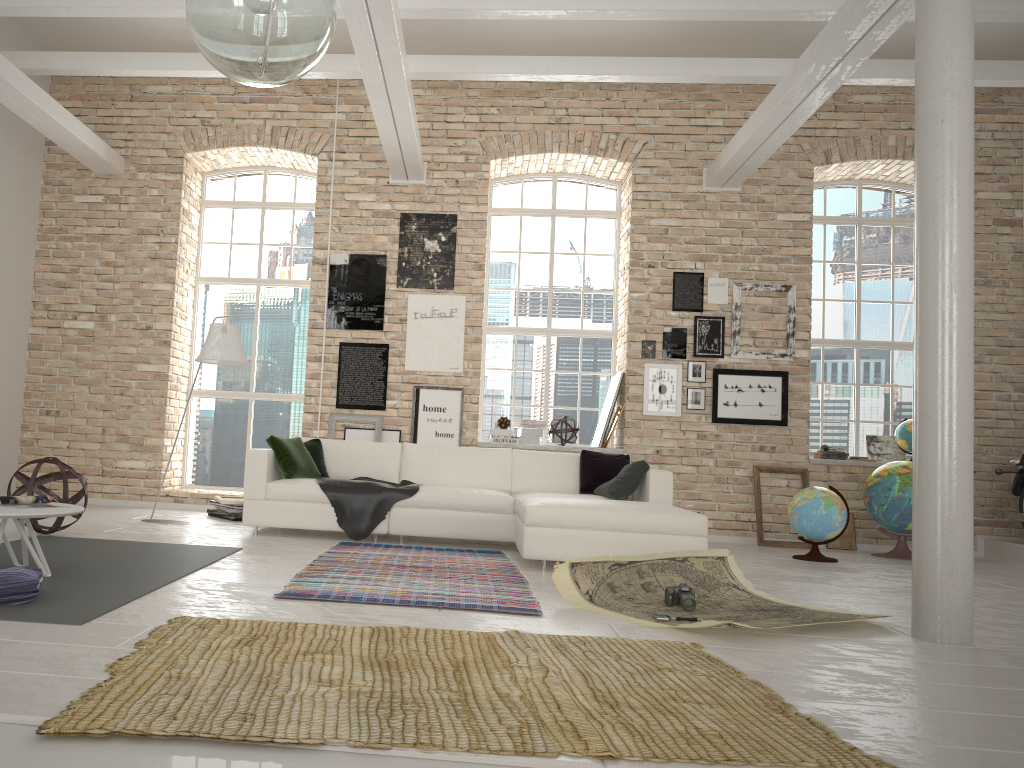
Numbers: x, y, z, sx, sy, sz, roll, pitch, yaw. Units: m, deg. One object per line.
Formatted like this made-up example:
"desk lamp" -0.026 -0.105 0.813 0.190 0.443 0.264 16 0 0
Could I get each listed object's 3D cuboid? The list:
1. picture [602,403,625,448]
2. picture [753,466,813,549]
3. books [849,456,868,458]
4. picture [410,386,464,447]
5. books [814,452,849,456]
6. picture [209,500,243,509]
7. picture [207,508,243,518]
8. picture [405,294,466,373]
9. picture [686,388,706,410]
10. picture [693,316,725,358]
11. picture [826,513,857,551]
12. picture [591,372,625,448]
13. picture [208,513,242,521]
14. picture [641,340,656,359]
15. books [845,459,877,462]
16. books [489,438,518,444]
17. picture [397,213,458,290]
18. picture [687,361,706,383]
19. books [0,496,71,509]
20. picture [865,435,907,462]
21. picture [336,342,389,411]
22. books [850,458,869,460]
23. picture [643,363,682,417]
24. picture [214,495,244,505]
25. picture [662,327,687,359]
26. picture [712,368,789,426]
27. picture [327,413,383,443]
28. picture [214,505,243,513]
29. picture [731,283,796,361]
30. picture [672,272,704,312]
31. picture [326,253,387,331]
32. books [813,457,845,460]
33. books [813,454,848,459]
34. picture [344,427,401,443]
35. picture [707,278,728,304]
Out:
"picture" 1.012 0.427 8.943 0.174 0.460 0.361 3 -4 -2
"picture" 2.581 1.168 8.488 0.512 0.748 0.220 2 -4 4
"books" 3.357 0.711 8.638 0.127 0.013 0.107 5 -5 -22
"picture" -0.756 0.404 8.955 0.525 0.756 0.012 2 -4 5
"books" 3.164 0.695 8.840 0.258 0.026 0.203 3 -5 -2
"picture" -2.431 1.158 8.579 0.732 0.048 0.627 7 -6 -40
"picture" -2.443 1.235 8.588 0.627 0.048 0.731 -1 -6 38
"picture" -0.776 -0.514 9.030 0.597 0.784 0.036 2 -4 5
"picture" 1.805 0.147 8.745 0.178 0.213 0.011 2 -4 5
"picture" 1.941 -0.463 8.773 0.296 0.409 0.010 2 -4 5
"picture" 3.128 1.400 8.497 0.271 0.351 0.094 2 -4 5
"picture" 0.980 0.281 9.113 0.247 0.763 0.584 3 -4 -1
"picture" -2.435 1.270 8.552 0.734 0.048 0.626 7 -6 -38
"picture" 1.352 -0.343 8.825 0.137 0.178 0.008 2 -4 10
"books" 3.370 0.740 8.621 0.230 0.022 0.174 3 -5 3
"books" -0.086 0.574 9.023 0.277 0.048 0.218 3 -5 -1
"picture" -0.869 -1.359 9.126 0.596 0.783 0.036 2 -4 5
"picture" 1.816 -0.120 8.766 0.178 0.213 0.011 2 -4 5
"books" -2.495 0.597 4.555 0.397 0.048 0.286 0 -5 31
"picture" 3.848 0.679 9.164 0.397 0.292 0.067 2 -4 5
"picture" -1.521 -0.077 9.083 0.517 0.680 0.064 2 -4 5
"books" 3.361 0.724 8.629 0.102 0.014 0.138 4 -5 -18
"picture" 1.484 0.058 8.777 0.370 0.514 0.013 2 -4 5
"picture" -2.427 1.119 8.554 0.751 0.048 0.612 5 -5 -20
"picture" 1.607 -0.404 8.806 0.233 0.306 0.014 2 -4 5
"picture" 2.320 0.129 8.692 0.723 0.535 0.031 2 -4 6
"picture" -1.582 0.588 8.887 0.551 0.582 0.280 2 -4 4
"picture" -2.404 1.198 8.569 0.741 0.048 0.620 5 -5 -28
"picture" 2.464 -0.611 8.737 0.611 0.749 0.025 2 -4 6
"picture" 1.746 -0.912 8.832 0.299 0.394 0.018 2 -4 5
"picture" -1.593 -0.946 9.146 0.598 0.785 0.036 2 -4 5
"books" 3.152 0.745 8.831 0.259 0.025 0.200 3 -5 3
"books" 3.153 0.720 8.837 0.257 0.029 0.202 3 -5 2
"picture" -1.414 0.730 8.926 0.583 0.568 0.145 2 -4 5
"picture" 2.034 -0.919 8.810 0.196 0.259 0.012 2 -4 5
